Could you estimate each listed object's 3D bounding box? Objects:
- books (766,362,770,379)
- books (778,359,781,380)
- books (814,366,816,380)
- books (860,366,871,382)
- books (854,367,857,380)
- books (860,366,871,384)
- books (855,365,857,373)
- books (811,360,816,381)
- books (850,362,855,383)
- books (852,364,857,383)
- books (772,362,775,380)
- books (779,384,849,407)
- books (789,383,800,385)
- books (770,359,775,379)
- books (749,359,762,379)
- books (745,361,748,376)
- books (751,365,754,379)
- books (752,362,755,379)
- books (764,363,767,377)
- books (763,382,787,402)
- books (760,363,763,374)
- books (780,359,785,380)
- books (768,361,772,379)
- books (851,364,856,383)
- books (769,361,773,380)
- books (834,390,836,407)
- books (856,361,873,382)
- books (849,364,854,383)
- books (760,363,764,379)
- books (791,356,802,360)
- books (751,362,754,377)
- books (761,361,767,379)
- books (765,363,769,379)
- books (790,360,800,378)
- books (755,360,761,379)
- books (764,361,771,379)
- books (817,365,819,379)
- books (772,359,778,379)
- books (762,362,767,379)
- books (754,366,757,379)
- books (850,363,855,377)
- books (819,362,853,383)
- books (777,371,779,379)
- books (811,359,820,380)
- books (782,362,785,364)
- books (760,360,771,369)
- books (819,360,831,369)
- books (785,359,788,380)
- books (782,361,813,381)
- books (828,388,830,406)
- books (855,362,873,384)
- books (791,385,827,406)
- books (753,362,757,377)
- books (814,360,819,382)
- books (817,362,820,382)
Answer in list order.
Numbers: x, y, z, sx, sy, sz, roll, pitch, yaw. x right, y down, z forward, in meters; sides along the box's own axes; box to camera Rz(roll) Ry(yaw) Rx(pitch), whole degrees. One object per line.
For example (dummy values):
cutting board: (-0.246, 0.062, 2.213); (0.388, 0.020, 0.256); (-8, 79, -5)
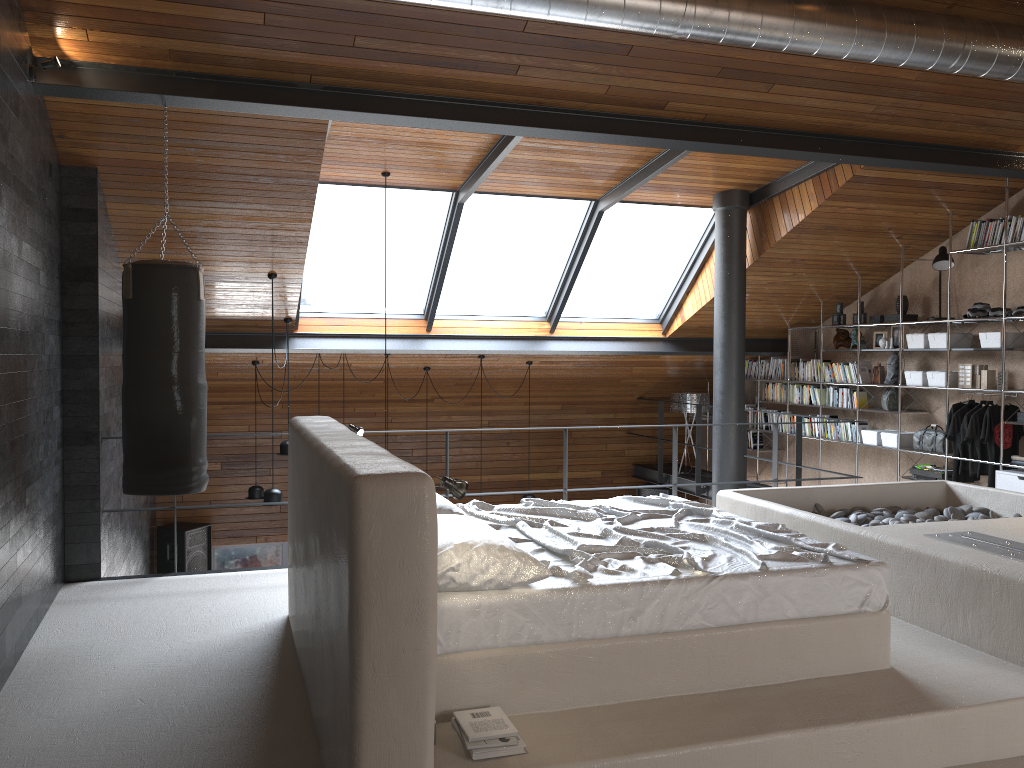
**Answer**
books: (2.993, -0.153, 10.198); (0.123, 0.201, 0.071); (0, 2, -18)
books: (3.069, -0.160, 9.976); (0.148, 0.233, 0.053); (0, 2, -18)
books: (3.260, -0.125, 9.363); (0.139, 0.201, 0.057); (0, 2, -18)
books: (3.461, -0.093, 8.717); (0.117, 0.176, 0.074); (0, 2, -18)
books: (3.446, -0.089, 8.763); (0.119, 0.166, 0.072); (0, 2, -18)
books: (3.459, -0.089, 8.705); (0.112, 0.169, 0.068); (0, 2, -18)
books: (3.458, -0.105, 8.755); (0.125, 0.200, 0.088); (0, 2, -18)
books: (3.238, -0.142, 9.378); (0.148, 0.233, 0.053); (0, 2, -18)
books: (3.452, -0.113, 8.828); (0.164, 0.209, 0.084); (0, 2, -18)
books: (3.445, -0.103, 8.781); (0.127, 0.192, 0.079); (0, 2, -18)
books: (3.043, -0.155, 10.091); (0.164, 0.214, 0.066); (0, 2, -18)
books: (3.214, 0.111, 9.524); (0.138, 0.212, 1.040); (0, 2, -18)
books: (3.126, 0.097, 9.851); (0.143, 0.218, 0.020); (0, 2, -18)
books: (3.016, -0.169, 10.091); (0.148, 0.229, 0.073); (0, 2, -18)
books: (2.894, -0.179, 10.528); (0.143, 0.233, 0.081); (0, 2, -18)
books: (2.864, -0.173, 10.636); (0.149, 0.202, 0.067); (0, 2, -18)
books: (2.908, -0.159, 10.479); (0.139, 0.199, 0.074); (0, 2, -18)
books: (2.897, -0.158, 10.452); (0.127, 0.197, 0.063); (0, 2, -18)
books: (2.981, -0.150, 10.256); (0.120, 0.186, 0.064); (0, 2, -18)
books: (3.007, 0.090, 10.119); (0.130, 0.216, 0.311); (0, 2, -18)
books: (2.937, -0.153, 10.311); (0.111, 0.194, 0.059); (0, 2, -18)
books: (3.081, -0.160, 9.956); (0.148, 0.234, 0.033); (0, 2, -18)
books: (3.006, -0.158, 10.160); (0.117, 0.218, 0.073); (0, 2, -18)
books: (3.435, -0.103, 8.789); (0.127, 0.192, 0.079); (0, 2, -18)
books: (3.023, -0.156, 10.130); (0.155, 0.212, 0.073); (0, 2, -18)
books: (3.357, 0.148, 9.080); (0.130, 0.169, 0.010); (0, 2, -18)
books: (3.487, -0.124, 8.740); (0.177, 0.209, 0.082); (0, 2, -18)
books: (3.433, -0.105, 8.831); (0.127, 0.192, 0.079); (0, 2, -18)
books: (2.959, -0.152, 10.295); (0.138, 0.189, 0.065); (0, 2, -18)
books: (3.136, -0.173, 9.802); (0.143, 0.268, 0.020); (0, 2, -18)
books: (2.895, -0.160, 10.495); (0.127, 0.197, 0.063); (0, 2, -18)
books: (2.966, -0.161, 10.279); (0.137, 0.213, 0.068); (0, 2, -18)
books: (2.989, -0.149, 10.215); (0.126, 0.194, 0.064); (0, 2, -18)
books: (3.123, -0.154, 9.782); (0.129, 0.231, 0.010); (0, 2, -18)
books: (2.937, -0.167, 10.400); (0.161, 0.220, 0.074); (0, 2, -18)
books: (2.983, -0.160, 10.225); (0.133, 0.215, 0.070); (0, 2, -18)
books: (3.273, -0.114, 9.323); (0.131, 0.180, 0.042); (0, 2, -18)
books: (3.030, -0.168, 10.047); (0.148, 0.229, 0.073); (0, 2, -18)
books: (2.970, -0.156, 10.267); (0.131, 0.202, 0.068); (0, 2, -18)
books: (2.921, -0.160, 10.417); (0.125, 0.204, 0.072); (0, 2, -18)
books: (3.456, -0.113, 8.819); (0.170, 0.209, 0.082); (0, 2, -19)
books: (3.346, -0.116, 9.043); (0.139, 0.206, 0.497); (0, 2, -18)
books: (3.069, -0.150, 10.003); (0.137, 0.198, 0.063); (0, 2, -18)
books: (3.245, -0.144, 9.413); (0.143, 0.236, 0.062); (0, 2, -18)
books: (3.086, -0.143, 9.933); (0.143, 0.199, 0.019); (0, 2, -18)
books: (2.941, -0.168, 10.322); (0.122, 0.227, 0.076); (0, 2, -18)
books: (3.293, -0.140, 9.308); (0.148, 0.233, 0.053); (0, 2, -18)
books: (3.110, -0.159, 9.886); (0.148, 0.234, 0.013); (0, 2, -18)
books: (3.150, -0.142, 9.675); (0.131, 0.216, 0.509); (0, 2, -18)
books: (3.352, 0.134, 9.174); (0.169, 0.189, 0.018); (0, 2, -18)
books: (3.473, -0.112, 8.743); (0.161, 0.215, 0.092); (0, 2, -18)
books: (3.201, 0.116, 9.497); (0.139, 0.208, 0.494); (0, 2, -18)
books: (2.908, -0.158, 10.444); (0.127, 0.197, 0.063); (0, 2, -18)
books: (3.253, -0.141, 9.332); (0.148, 0.233, 0.053); (0, 2, -18)
books: (3.283, -0.126, 9.315); (0.149, 0.205, 0.049); (0, 2, -18)
